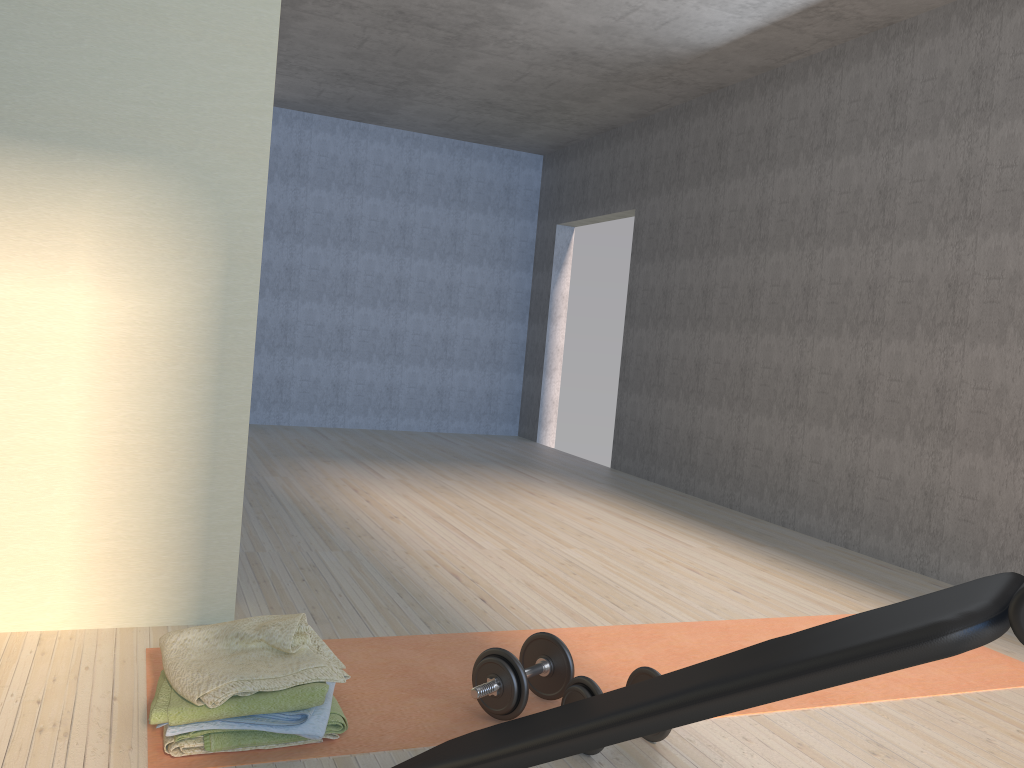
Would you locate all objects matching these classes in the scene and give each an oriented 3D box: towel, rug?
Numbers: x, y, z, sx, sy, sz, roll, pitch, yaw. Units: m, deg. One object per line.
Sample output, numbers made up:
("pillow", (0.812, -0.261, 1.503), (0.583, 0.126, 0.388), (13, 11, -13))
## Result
("towel", (-0.624, 0.680, 2.046), (0.376, 0.085, 0.371), (4, 3, -18))
("rug", (0.402, 0.850, 2.667), (2.779, 0.002, 0.716), (4, 3, -23))
("towel", (-0.609, 0.717, 2.066), (0.383, 0.078, 0.383), (5, 3, -6))
("towel", (-0.604, 0.741, 2.090), (0.380, 0.081, 0.367), (4, 3, -25))
("towel", (-0.607, 0.626, 2.068), (0.384, 0.123, 0.373), (3, 4, -39))
("towel", (-0.627, 0.762, 2.091), (0.376, 0.044, 0.371), (4, 3, -24))

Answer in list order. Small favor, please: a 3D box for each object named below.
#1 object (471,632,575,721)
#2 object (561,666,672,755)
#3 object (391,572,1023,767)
("object", (0.030, 0.742, 2.265), (0.176, 0.176, 0.385), (7, 4, 39))
("object", (0.254, 0.779, 2.124), (0.385, 0.176, 0.176), (3, 3, -31))
("object", (0.302, 0.530, 1.342), (1.312, 0.746, 0.505), (7, 3, 36))
